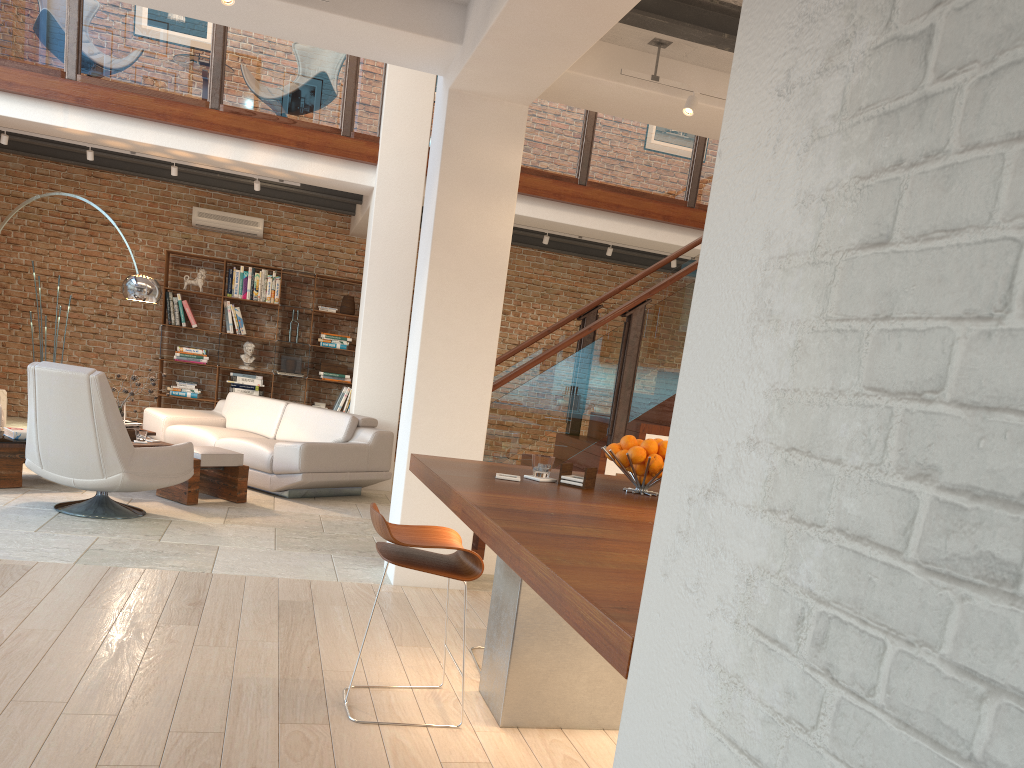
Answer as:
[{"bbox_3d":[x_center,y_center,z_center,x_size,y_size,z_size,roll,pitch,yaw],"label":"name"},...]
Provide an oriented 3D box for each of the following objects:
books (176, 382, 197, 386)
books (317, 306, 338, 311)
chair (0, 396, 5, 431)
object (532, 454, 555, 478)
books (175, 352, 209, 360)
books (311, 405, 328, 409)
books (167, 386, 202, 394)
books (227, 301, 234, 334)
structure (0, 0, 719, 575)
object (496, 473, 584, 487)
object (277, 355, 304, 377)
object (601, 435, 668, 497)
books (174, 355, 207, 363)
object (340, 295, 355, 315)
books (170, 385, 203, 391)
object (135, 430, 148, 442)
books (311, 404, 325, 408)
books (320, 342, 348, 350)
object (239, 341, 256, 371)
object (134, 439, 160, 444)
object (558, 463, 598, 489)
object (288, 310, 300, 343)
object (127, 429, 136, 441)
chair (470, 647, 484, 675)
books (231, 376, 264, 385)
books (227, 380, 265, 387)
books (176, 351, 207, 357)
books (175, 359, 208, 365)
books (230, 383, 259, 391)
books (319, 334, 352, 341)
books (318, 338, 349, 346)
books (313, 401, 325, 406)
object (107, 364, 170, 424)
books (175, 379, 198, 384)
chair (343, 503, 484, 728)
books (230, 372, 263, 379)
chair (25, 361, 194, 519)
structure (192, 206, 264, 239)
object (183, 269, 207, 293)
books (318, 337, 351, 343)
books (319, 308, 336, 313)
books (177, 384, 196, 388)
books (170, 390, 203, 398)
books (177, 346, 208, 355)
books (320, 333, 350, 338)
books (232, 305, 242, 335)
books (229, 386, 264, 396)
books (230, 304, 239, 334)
[{"bbox_3d":[-4.006,-0.005,10.723,0.238,0.019,0.167,8,1,-23],"label":"books"},{"bbox_3d":[-2.309,-0.944,10.875,0.238,0.019,0.167,8,1,-23],"label":"books"},{"bbox_3d":[-4.708,0.106,7.110,0.988,1.021,0.999,4,7,-31],"label":"chair"},{"bbox_3d":[0.119,0.324,3.419,0.091,0.086,0.089,8,5,-1],"label":"object"},{"bbox_3d":[-3.905,-0.340,10.634,0.382,0.037,0.238,8,1,-22],"label":"books"},{"bbox_3d":[-2.469,0.300,11.185,0.172,0.019,0.230,8,1,-23],"label":"books"},{"bbox_3d":[-4.020,0.075,10.716,0.382,0.037,0.238,8,1,-16],"label":"books"},{"bbox_3d":[-3.441,-0.812,10.656,0.104,0.392,0.237,5,8,-15],"label":"books"},{"bbox_3d":[0.361,-0.785,4.829,10.207,4.227,13.527,7,2,-15],"label":"structure"},{"bbox_3d":[0.118,0.362,3.393,0.397,0.035,0.193,8,1,-12],"label":"object"},{"bbox_3d":[-2.771,-0.226,10.933,0.337,0.238,0.276,7,5,-16],"label":"object"},{"bbox_3d":[0.530,0.323,3.442,0.356,0.227,0.366,11,5,40],"label":"object"},{"bbox_3d":[-3.922,-0.305,10.645,0.382,0.037,0.238,8,1,-20],"label":"books"},{"bbox_3d":[-2.054,-0.983,10.922,0.189,0.238,0.192,12,8,32],"label":"object"},{"bbox_3d":[-3.998,0.050,10.706,0.382,0.018,0.238,8,1,-23],"label":"books"},{"bbox_3d":[-2.937,0.411,6.904,0.089,0.086,0.091,11,7,34],"label":"object"},{"bbox_3d":[-2.482,0.280,11.166,0.163,0.017,0.246,8,1,-15],"label":"books"},{"bbox_3d":[-2.247,-0.483,11.039,0.327,0.057,0.249,8,1,-6],"label":"books"},{"bbox_3d":[-3.273,-0.353,10.802,0.196,0.358,0.189,8,8,0],"label":"object"},{"bbox_3d":[-2.947,0.446,6.993,0.272,0.035,0.243,7,1,-44],"label":"object"},{"bbox_3d":[0.255,0.357,3.385,0.113,0.084,0.093,10,6,29],"label":"object"},{"bbox_3d":[-2.699,-0.717,10.822,0.122,0.408,0.060,5,11,-13],"label":"object"},{"bbox_3d":[-3.059,0.407,6.982,0.094,0.084,0.112,3,6,-44],"label":"object"},{"bbox_3d":[0.061,0.915,3.980,0.407,0.793,0.409,5,9,-15],"label":"chair"},{"bbox_3d":[-3.306,-0.052,10.876,0.382,0.066,0.238,8,1,-21],"label":"books"},{"bbox_3d":[-3.316,-0.009,10.864,0.447,0.021,0.266,8,1,-16],"label":"books"},{"bbox_3d":[-3.908,-0.369,10.647,0.357,0.021,0.265,8,1,-17],"label":"books"},{"bbox_3d":[-3.919,-0.275,10.659,0.357,0.021,0.266,8,1,-16],"label":"books"},{"bbox_3d":[-3.333,0.028,10.855,0.328,0.057,0.248,8,1,-21],"label":"books"},{"bbox_3d":[-2.235,-0.584,11.010,0.382,0.037,0.238,8,1,-22],"label":"books"},{"bbox_3d":[-2.263,-0.532,11.033,0.382,0.037,0.238,8,1,-16],"label":"books"},{"bbox_3d":[-2.467,0.256,11.169,0.133,0.034,0.201,7,1,-21],"label":"books"},{"bbox_3d":[-3.094,0.133,7.175,0.542,0.621,0.309,2,10,-44],"label":"object"},{"bbox_3d":[-3.989,-0.029,10.701,0.253,0.017,0.158,8,1,-16],"label":"books"},{"bbox_3d":[-0.384,0.860,3.306,0.425,0.793,0.392,5,9,-15],"label":"chair"},{"bbox_3d":[-3.303,-0.103,10.861,0.382,0.037,0.238,8,1,-16],"label":"books"},{"bbox_3d":[-2.796,0.384,5.864,1.027,1.039,0.950,8,6,1],"label":"chair"},{"bbox_3d":[-3.424,-1.945,10.534,0.817,0.224,0.194,8,6,-16],"label":"structure"},{"bbox_3d":[-3.789,-1.251,10.422,0.252,0.290,0.126,7,9,-8],"label":"object"},{"bbox_3d":[-2.242,-0.557,11.022,0.382,0.018,0.238,8,1,-23],"label":"books"},{"bbox_3d":[-2.306,-0.916,10.875,0.207,0.034,0.129,8,1,-16],"label":"books"},{"bbox_3d":[-4.002,0.022,10.723,0.207,0.034,0.129,8,1,-16],"label":"books"},{"bbox_3d":[-4.004,0.124,10.723,0.327,0.057,0.249,8,1,-6],"label":"books"},{"bbox_3d":[-3.895,-0.407,10.640,0.328,0.057,0.249,8,1,-13],"label":"books"},{"bbox_3d":[-2.238,-0.614,11.023,0.357,0.021,0.265,8,1,-17],"label":"books"},{"bbox_3d":[-3.376,-0.786,10.698,0.125,0.357,0.264,5,8,-15],"label":"books"},{"bbox_3d":[-3.318,0.091,10.885,0.382,0.066,0.238,7,1,-29],"label":"books"},{"bbox_3d":[-3.395,-0.789,10.684,0.125,0.357,0.264,5,8,-15],"label":"books"}]
